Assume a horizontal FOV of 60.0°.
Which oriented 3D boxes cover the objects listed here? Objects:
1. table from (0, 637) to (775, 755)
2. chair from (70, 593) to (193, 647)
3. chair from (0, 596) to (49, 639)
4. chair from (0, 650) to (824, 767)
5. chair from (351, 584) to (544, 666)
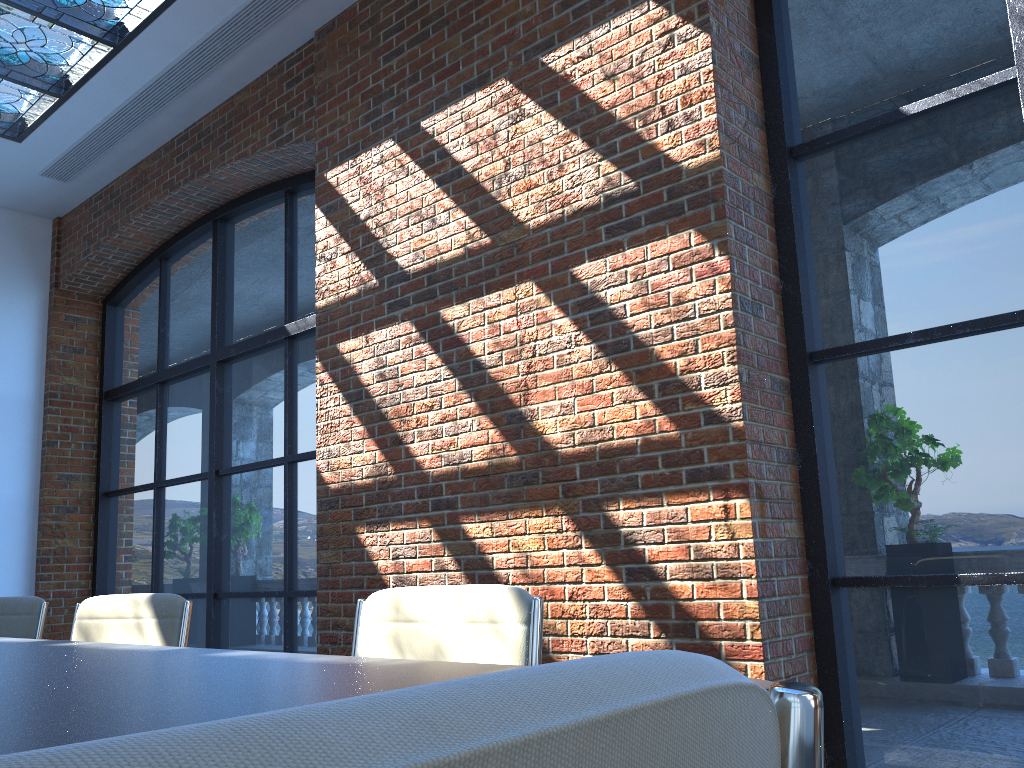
[{"bbox_3d":[-1.922,1.005,1.777,4.521,0.804,1.815,-13,-15,41],"label":"table"},{"bbox_3d":[-1.345,1.072,2.486,0.561,0.917,0.709,-8,-12,30],"label":"chair"},{"bbox_3d":[-2.280,1.310,3.438,0.561,0.917,0.709,-8,-12,30],"label":"chair"},{"bbox_3d":[-0.277,0.575,0.319,0.709,0.917,0.562,-12,-14,41],"label":"chair"},{"bbox_3d":[-0.330,0.843,1.588,0.562,0.917,0.708,-11,-14,41],"label":"chair"}]
